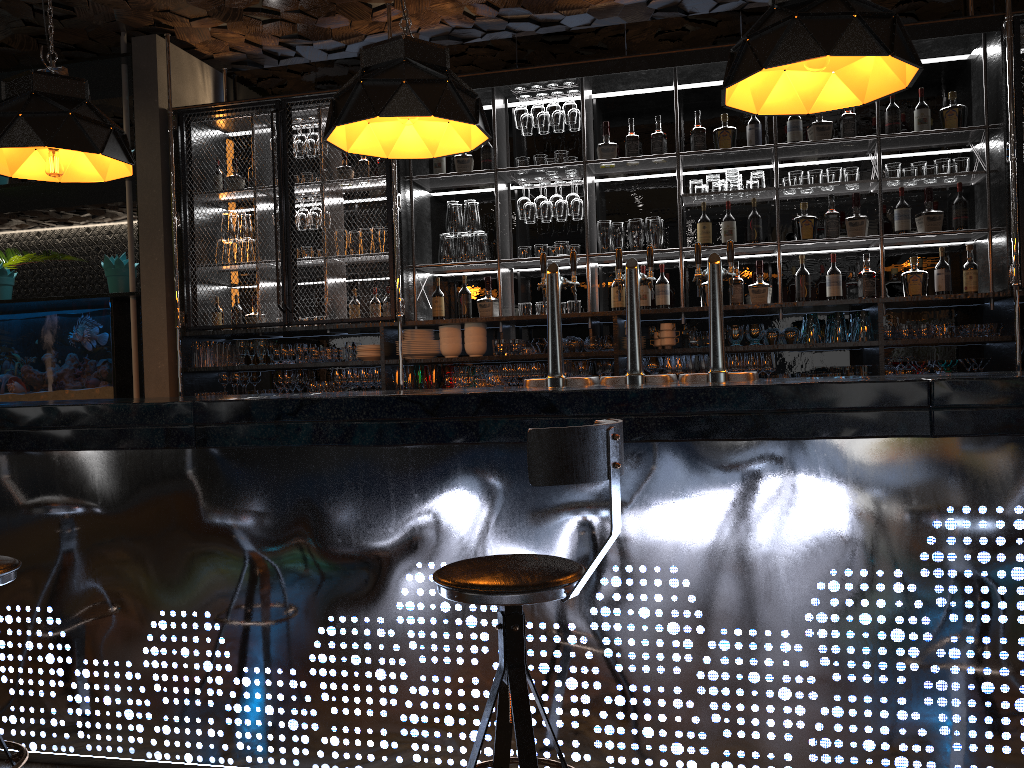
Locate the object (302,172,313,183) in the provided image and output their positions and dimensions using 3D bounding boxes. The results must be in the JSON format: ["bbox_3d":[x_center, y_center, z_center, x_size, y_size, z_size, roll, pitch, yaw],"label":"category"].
[{"bbox_3d":[-1.376,-1.376,5.972,0.077,0.080,0.077,-2,1,-41],"label":"object"}]

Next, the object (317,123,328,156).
[{"bbox_3d":[-1.299,-1.677,6.081,0.081,0.213,0.081,-2,1,19],"label":"object"}]

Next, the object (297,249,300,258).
[{"bbox_3d":[-1.484,-0.876,6.036,0.077,0.080,0.077,-2,1,-9],"label":"object"}]

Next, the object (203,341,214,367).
[{"bbox_3d":[-2.062,-0.202,6.014,0.067,0.174,0.067,-2,1,-38],"label":"object"}]

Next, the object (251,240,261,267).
[{"bbox_3d":[-1.816,-0.918,6.231,0.092,0.182,0.092,-2,1,8],"label":"object"}]

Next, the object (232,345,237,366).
[{"bbox_3d":[-1.934,-0.197,6.149,0.051,0.152,0.058,-1,1,40],"label":"object"}]

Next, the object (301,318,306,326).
[{"bbox_3d":[-1.469,-0.413,6.173,0.077,0.080,0.077,-2,1,-37],"label":"object"}]

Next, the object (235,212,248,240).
[{"bbox_3d":[-1.880,-1.098,6.161,0.092,0.182,0.092,-2,1,8],"label":"object"}]

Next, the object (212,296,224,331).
[{"bbox_3d":[-2.066,-0.484,6.221,0.075,0.261,0.075,-2,1,-28],"label":"object"}]

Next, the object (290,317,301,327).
[{"bbox_3d":[-1.470,-0.412,6.009,0.077,0.080,0.077,-2,1,-1],"label":"object"}]

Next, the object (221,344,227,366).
[{"bbox_3d":[-1.968,-0.194,6.034,0.058,0.152,0.051,-2,1,17],"label":"object"}]

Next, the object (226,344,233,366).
[{"bbox_3d":[-1.950,-0.196,6.092,0.058,0.152,0.051,-2,1,-25],"label":"object"}]

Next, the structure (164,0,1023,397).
[{"bbox_3d":[1.015,-0.651,5.298,6.750,3.553,1.143,-2,1,13],"label":"structure"}]

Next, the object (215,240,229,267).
[{"bbox_3d":[-2.024,-0.911,6.190,0.092,0.182,0.092,-2,1,8],"label":"object"}]

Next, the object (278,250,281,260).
[{"bbox_3d":[-1.573,-0.874,6.097,0.077,0.080,0.077,-2,1,25],"label":"object"}]

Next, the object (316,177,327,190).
[{"bbox_3d":[-1.313,-1.380,6.122,0.077,0.080,0.077,-2,1,-41],"label":"object"}]

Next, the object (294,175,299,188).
[{"bbox_3d":[-1.488,-1.373,6.044,0.077,0.080,0.077,-2,1,-41],"label":"object"}]

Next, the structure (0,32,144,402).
[{"bbox_3d":[-4.493,-0.570,6.780,4.269,3.734,0.705,-2,1,13],"label":"structure"}]

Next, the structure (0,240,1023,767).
[{"bbox_3d":[0.188,0.330,2.964,6.009,1.685,1.214,-2,1,13],"label":"structure"}]

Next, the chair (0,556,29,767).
[{"bbox_3d":[-1.348,0.679,2.074,0.476,1.108,0.419,-2,1,13],"label":"chair"}]

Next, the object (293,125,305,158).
[{"bbox_3d":[-1.471,-1.671,6.122,0.081,0.213,0.081,-2,1,19],"label":"object"}]

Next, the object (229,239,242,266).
[{"bbox_3d":[-1.923,-0.914,6.167,0.092,0.182,0.092,-2,1,8],"label":"object"}]

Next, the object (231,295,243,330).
[{"bbox_3d":[-1.909,-0.489,6.156,0.075,0.260,0.075,-2,1,-43],"label":"object"}]

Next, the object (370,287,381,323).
[{"bbox_3d":[-0.920,-0.521,5.974,0.075,0.260,0.075,-2,1,-28],"label":"object"}]

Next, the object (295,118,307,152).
[{"bbox_3d":[-1.420,-1.672,5.962,0.081,0.213,0.081,-2,1,19],"label":"object"}]

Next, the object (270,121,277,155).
[{"bbox_3d":[-1.597,-1.666,6.004,0.081,0.213,0.081,-2,1,19],"label":"object"}]

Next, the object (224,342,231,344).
[{"bbox_3d":[-2.014,-0.206,6.263,0.067,0.174,0.067,-2,1,-37],"label":"object"}]

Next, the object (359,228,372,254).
[{"bbox_3d":[-0.973,-0.943,5.920,0.092,0.182,0.092,-2,1,8],"label":"object"}]

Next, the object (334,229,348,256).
[{"bbox_3d":[-1.141,-0.938,5.935,0.092,0.182,0.092,-2,1,8],"label":"object"}]

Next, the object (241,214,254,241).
[{"bbox_3d":[-1.866,-1.099,6.239,0.092,0.182,0.092,-2,1,8],"label":"object"}]

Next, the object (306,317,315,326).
[{"bbox_3d":[-1.375,-0.415,6.075,0.077,0.080,0.077,-2,1,-21],"label":"object"}]

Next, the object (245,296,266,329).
[{"bbox_3d":[-1.773,-0.484,6.135,0.108,0.244,0.108,-2,1,27],"label":"object"}]

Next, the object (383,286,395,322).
[{"bbox_3d":[-0.824,-0.523,5.930,0.075,0.260,0.075,-2,1,-28],"label":"object"}]

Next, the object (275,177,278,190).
[{"bbox_3d":[-1.586,-1.370,6.087,0.077,0.080,0.077,-2,1,4],"label":"object"}]

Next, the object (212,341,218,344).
[{"bbox_3d":[-2.052,-0.204,6.090,0.067,0.174,0.067,-2,1,39],"label":"object"}]

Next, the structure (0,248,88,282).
[{"bbox_3d":[-4.860,-0.462,5.622,1.873,3.561,4.073,-2,1,15],"label":"structure"}]

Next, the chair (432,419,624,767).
[{"bbox_3d":[0.028,0.635,1.854,0.476,1.108,0.419,-2,1,28],"label":"chair"}]

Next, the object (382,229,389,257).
[{"bbox_3d":[-0.854,-0.948,5.967,0.092,0.182,0.092,-2,1,8],"label":"object"}]

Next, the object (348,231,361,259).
[{"bbox_3d":[-1.064,-0.941,6.020,0.092,0.182,0.092,-2,1,8],"label":"object"}]

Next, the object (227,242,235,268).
[{"bbox_3d":[-2.010,-0.912,6.292,0.092,0.182,0.092,-2,1,8],"label":"object"}]

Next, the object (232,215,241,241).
[{"bbox_3d":[-1.964,-1.096,6.273,0.092,0.182,0.092,-2,1,8],"label":"object"}]

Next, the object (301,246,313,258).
[{"bbox_3d":[-1.374,-0.879,5.956,0.077,0.080,0.077,-2,1,9],"label":"object"}]

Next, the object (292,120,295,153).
[{"bbox_3d":[-1.504,-1.669,5.982,0.081,0.213,0.081,-2,1,19],"label":"object"}]

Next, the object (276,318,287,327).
[{"bbox_3d":[-1.568,-0.409,6.045,0.077,0.080,0.077,-2,1,-37],"label":"object"}]

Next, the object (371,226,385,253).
[{"bbox_3d":[-0.886,-0.946,5.877,0.092,0.182,0.092,-2,1,8],"label":"object"}]

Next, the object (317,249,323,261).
[{"bbox_3d":[-1.298,-0.883,6.100,0.077,0.080,0.077,-2,1,9],"label":"object"}]

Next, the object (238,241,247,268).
[{"bbox_3d":[-1.907,-0.915,6.261,0.092,0.182,0.092,-2,1,8],"label":"object"}]

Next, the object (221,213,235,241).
[{"bbox_3d":[-1.981,-1.094,6.177,0.092,0.182,0.092,-2,1,8],"label":"object"}]

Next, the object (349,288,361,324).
[{"bbox_3d":[-1.058,-0.515,5.984,0.075,0.261,0.075,-2,1,-28],"label":"object"}]

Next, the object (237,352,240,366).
[{"bbox_3d":[-1.935,-0.197,6.210,0.051,0.152,0.058,-2,1,37],"label":"object"}]

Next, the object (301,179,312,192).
[{"bbox_3d":[-1.421,-1.376,6.138,0.077,0.080,0.077,-2,1,-21],"label":"object"}]

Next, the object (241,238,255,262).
[{"bbox_3d":[-1.827,-0.917,6.134,0.092,0.182,0.092,-2,1,8],"label":"object"}]

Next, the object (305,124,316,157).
[{"bbox_3d":[-1.387,-1.674,6.102,0.081,0.213,0.081,-2,1,19],"label":"object"}]

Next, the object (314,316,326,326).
[{"bbox_3d":[-1.298,-0.417,6.000,0.077,0.080,0.077,-2,1,1],"label":"object"}]

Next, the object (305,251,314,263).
[{"bbox_3d":[-1.402,-0.880,6.118,0.077,0.080,0.077,-2,1,-22],"label":"object"}]

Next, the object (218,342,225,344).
[{"bbox_3d":[-2.034,-0.205,6.179,0.067,0.174,0.067,-2,1,-26],"label":"object"}]

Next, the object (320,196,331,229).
[{"bbox_3d":[-1.282,-1.177,6.086,0.081,0.213,0.081,-2,1,19],"label":"object"}]

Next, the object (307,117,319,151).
[{"bbox_3d":[-1.332,-1.674,5.941,0.081,0.213,0.081,-2,1,19],"label":"object"}]
